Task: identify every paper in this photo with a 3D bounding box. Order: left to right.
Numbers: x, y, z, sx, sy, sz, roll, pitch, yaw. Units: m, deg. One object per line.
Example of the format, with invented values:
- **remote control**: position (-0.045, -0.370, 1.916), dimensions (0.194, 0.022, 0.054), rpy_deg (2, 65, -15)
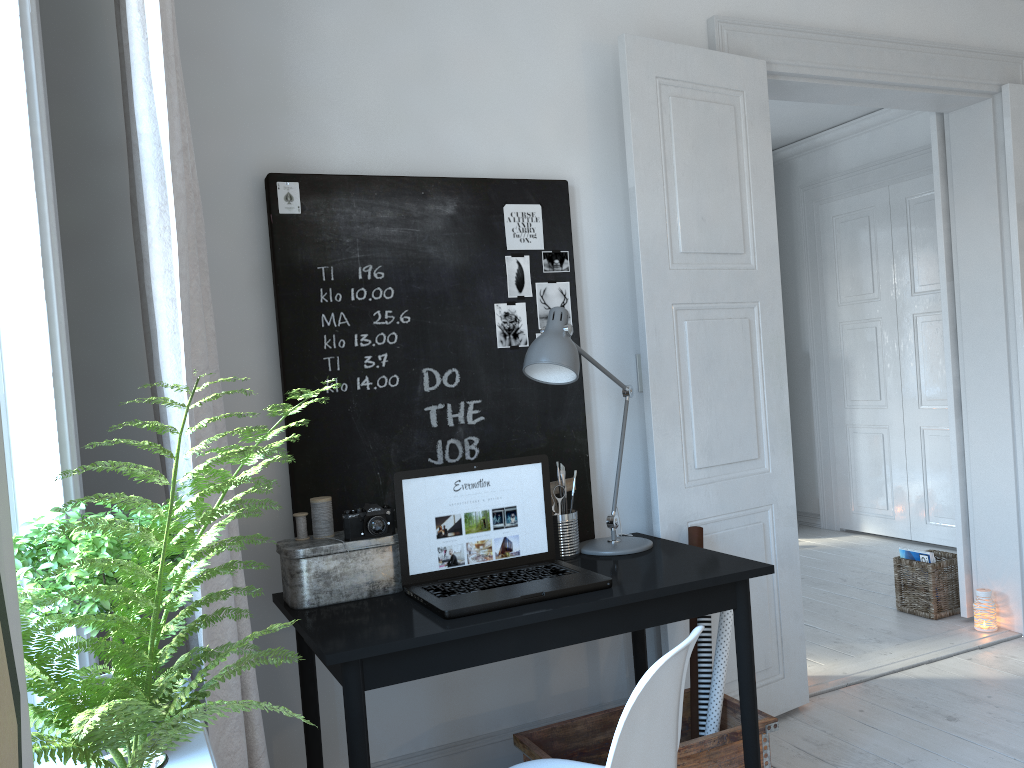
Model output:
- **paper**: position (0.578, 0.835, 2.765), dimensions (0.048, 0.747, 0.297), rpy_deg (-4, 2, 21)
- **paper**: position (0.586, 0.877, 2.691), dimensions (0.043, 0.669, 0.266), rpy_deg (-4, 2, 21)
- **paper**: position (0.613, 0.893, 2.638), dimensions (0.041, 0.627, 0.283), rpy_deg (-3, 2, 44)

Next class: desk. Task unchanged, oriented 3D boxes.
- **desk**: position (0.042, 0.894, 2.345), dimensions (1.159, 0.759, 0.651), rpy_deg (-5, 1, -24)

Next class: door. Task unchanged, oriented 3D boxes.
- **door**: position (1.492, -0.105, 3.632), dimensions (2.597, 2.506, 0.577), rpy_deg (-5, 2, -24)
- **door**: position (2.643, -0.216, 5.811), dimensions (0.306, 2.506, 1.599), rpy_deg (-5, 2, -25)

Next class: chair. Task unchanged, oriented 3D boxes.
- **chair**: position (0.106, 0.862, 1.672), dimensions (0.554, 0.824, 0.474), rpy_deg (-4, 2, 31)

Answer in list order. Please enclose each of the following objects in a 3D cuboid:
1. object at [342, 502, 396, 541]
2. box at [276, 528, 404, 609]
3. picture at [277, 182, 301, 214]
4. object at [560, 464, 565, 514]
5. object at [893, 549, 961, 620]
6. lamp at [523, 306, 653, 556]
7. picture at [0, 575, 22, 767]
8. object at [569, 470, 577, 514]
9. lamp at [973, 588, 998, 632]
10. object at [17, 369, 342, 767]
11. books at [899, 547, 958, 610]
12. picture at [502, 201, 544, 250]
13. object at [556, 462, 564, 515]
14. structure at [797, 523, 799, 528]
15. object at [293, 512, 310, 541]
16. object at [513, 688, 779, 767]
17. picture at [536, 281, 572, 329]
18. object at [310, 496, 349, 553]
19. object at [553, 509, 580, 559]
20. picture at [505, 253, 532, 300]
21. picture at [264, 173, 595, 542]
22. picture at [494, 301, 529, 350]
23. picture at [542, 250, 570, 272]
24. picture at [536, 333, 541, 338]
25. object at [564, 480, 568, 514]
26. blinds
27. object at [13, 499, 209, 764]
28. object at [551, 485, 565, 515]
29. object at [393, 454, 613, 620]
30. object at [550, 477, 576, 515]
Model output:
- **object**: position (-0.359, 0.349, 2.255), dimensions (0.137, 0.087, 0.073), rpy_deg (-5, 1, -24)
- **box**: position (-0.443, 0.474, 2.316), dimensions (0.317, 0.152, 0.193), rpy_deg (-5, 1, -24)
- **picture**: position (-0.625, -0.522, 2.485), dimensions (0.061, 0.088, 0.004), rpy_deg (-5, 2, -28)
- **object**: position (0.153, 0.367, 2.622), dimensions (0.012, 0.264, 0.062), rpy_deg (-4, 2, 18)
- **object**: position (2.043, 0.968, 4.303), dimensions (0.270, 0.265, 0.224), rpy_deg (-5, 1, -24)
- **lamp**: position (0.225, 0.140, 2.567), dimensions (0.230, 0.716, 0.616), rpy_deg (-3, 2, 36)
- **picture**: position (-0.084, -0.238, 0.009), dimensions (0.057, 1.314, 0.793), rpy_deg (-5, 2, -25)
- **object**: position (0.173, 0.379, 2.615), dimensions (0.009, 0.240, 0.084), rpy_deg (-3, 2, 43)
- **lamp**: position (2.093, 1.001, 3.924), dimensions (0.092, 0.180, 0.093), rpy_deg (-6, 2, -41)
- **object**: position (-0.325, 0.282, 0.701), dimensions (0.414, 0.565, 0.304), rpy_deg (-4, 1, 10)
- **books**: position (2.028, 0.936, 4.297), dimensions (0.201, 0.300, 0.179), rpy_deg (-5, 1, -24)
- **picture**: position (0.040, -0.499, 2.786), dimensions (0.147, 0.154, 0.004), rpy_deg (-5, 2, -24)
- **object**: position (0.149, 0.365, 2.620), dimensions (0.008, 0.268, 0.060), rpy_deg (-5, 2, -8)
- **structure**: position (1.533, -0.216, 6.369), dimensions (0.801, 2.829, 1.247), rpy_deg (-4, 2, 20)
- **object**: position (-0.549, 0.372, 2.314), dimensions (0.039, 0.069, 0.040), rpy_deg (-5, 2, -37)
- **object**: position (0.384, 1.104, 2.499), dimensions (0.664, 0.282, 0.339), rpy_deg (-5, 1, -24)
- **picture**: position (0.134, -0.254, 2.828), dimensions (0.121, 0.153, 0.002), rpy_deg (-5, 2, -24)
- **object**: position (-0.473, 0.362, 2.277), dimensions (0.056, 0.130, 0.167), rpy_deg (-5, 1, -26)
- **object**: position (0.141, 0.439, 2.600), dimensions (0.108, 0.128, 0.108), rpy_deg (-5, 1, -9)
- **picture**: position (0.022, -0.337, 2.778), dimensions (0.083, 0.146, 0.002), rpy_deg (-5, 2, -24)
- **picture**: position (-0.214, -0.039, 2.701), dimensions (0.952, 1.173, 0.064), rpy_deg (-5, 2, -24)
- **picture**: position (-0.001, -0.182, 2.765), dimensions (0.107, 0.150, 0.001), rpy_deg (-5, 2, -24)
- **picture**: position (0.140, -0.393, 2.833), dimensions (0.095, 0.071, 0.001), rpy_deg (-5, 2, -24)
- **picture**: position (0.127, -0.100, 2.823), dimensions (0.103, 0.136, 0.001), rpy_deg (-5, 2, -24)
- **object**: position (0.161, 0.389, 2.615), dimensions (0.009, 0.222, 0.082), rpy_deg (-4, 2, 5)
- **blinds**: position (-0.670, 0.003, 1.957), dimensions (0.224, 2.648, 0.831), rpy_deg (-5, 2, -25)
- **object**: position (-0.623, 0.377, 1.356), dimensions (0.272, 0.407, 0.309), rpy_deg (-4, 1, 26)
- **object**: position (0.124, 0.400, 2.604), dimensions (0.081, 0.198, 0.050), rpy_deg (-4, 2, 1)
- **object**: position (-0.028, 0.363, 2.222), dimensions (0.445, 0.315, 0.325), rpy_deg (-5, 1, -24)
- **object**: position (0.157, 0.394, 2.667), dimensions (0.138, 0.209, 0.034), rpy_deg (-6, 2, -44)
